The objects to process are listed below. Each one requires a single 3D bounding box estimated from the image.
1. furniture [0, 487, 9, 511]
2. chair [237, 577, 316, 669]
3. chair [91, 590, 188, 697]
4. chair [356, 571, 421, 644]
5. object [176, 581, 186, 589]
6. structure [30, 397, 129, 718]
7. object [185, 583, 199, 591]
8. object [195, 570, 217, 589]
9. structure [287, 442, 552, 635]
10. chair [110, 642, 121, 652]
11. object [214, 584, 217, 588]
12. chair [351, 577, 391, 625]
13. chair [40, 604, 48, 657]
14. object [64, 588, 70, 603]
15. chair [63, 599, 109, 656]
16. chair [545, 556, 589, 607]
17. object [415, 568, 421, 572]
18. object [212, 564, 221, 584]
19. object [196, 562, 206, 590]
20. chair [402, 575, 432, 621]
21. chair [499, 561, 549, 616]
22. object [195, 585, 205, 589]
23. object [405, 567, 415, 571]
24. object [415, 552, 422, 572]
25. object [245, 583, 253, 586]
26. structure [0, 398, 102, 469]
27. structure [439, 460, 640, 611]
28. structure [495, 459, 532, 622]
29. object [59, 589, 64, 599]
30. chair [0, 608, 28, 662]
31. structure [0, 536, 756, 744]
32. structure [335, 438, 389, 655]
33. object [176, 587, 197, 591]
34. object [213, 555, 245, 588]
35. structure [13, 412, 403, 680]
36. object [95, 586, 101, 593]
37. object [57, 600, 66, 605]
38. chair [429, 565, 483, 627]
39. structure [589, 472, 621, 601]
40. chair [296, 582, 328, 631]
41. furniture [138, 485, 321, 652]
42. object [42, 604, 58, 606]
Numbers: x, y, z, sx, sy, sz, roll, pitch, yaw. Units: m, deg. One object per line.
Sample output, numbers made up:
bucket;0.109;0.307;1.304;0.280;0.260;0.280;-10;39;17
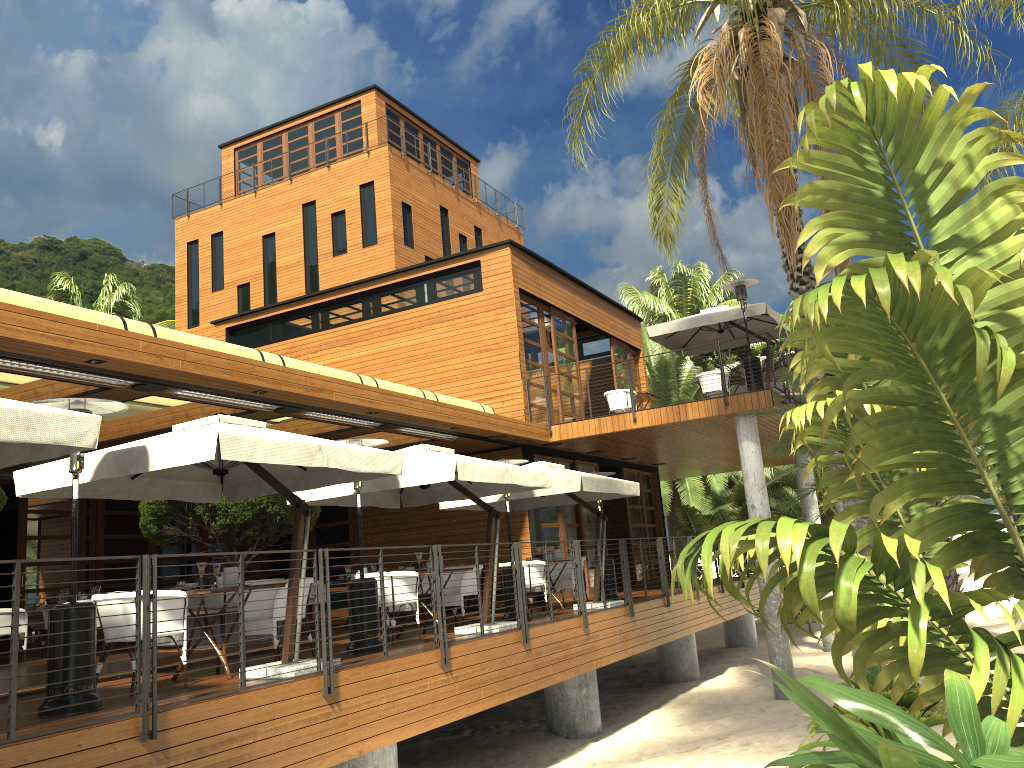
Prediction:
furniture;-6.649;1.758;8.757;2.569;2.734;2.708;-3;-12;-8
chair;-2.237;2.283;8.516;0.626;0.791;0.615;-12;-14;27
chair;-3.008;2.062;7.122;0.626;0.791;0.615;-12;-14;27
chair;-1.420;2.539;10.100;0.626;0.791;0.615;-12;-14;27
object;-2.895;1.774;7.759;0.086;0.086;0.086;-12;-14;31
structure;-3.126;1.183;6.330;0.699;2.201;0.697;-8;-13;14
object;-2.789;1.768;7.723;0.116;0.065;0.115;-11;-13;25
object;-2.757;1.752;7.943;0.163;0.179;0.167;-12;-14;28
structure;-1.036;1.877;10.891;2.410;2.342;2.407;-11;-14;26
chair;-5.775;3.656;13.583;0.616;0.791;0.625;6;-16;-41
object;-2.674;1.844;8.082;0.080;0.042;0.080;-3;-12;-12
chair;-2.195;3.413;13.965;0.627;0.791;0.614;-1;-13;-17
chair;-6.962;3.793;13.725;0.627;0.791;0.615;6;-16;-41
object;-6.506;3.103;12.945;0.082;0.228;0.082;-15;-16;37
chair;-5.969;3.437;12.445;0.627;0.791;0.615;6;-16;-41
chair;0.912;3.227;14.421;0.626;0.791;0.615;-12;-14;27
object;-1.134;2.232;10.614;0.080;0.042;0.080;-3;-12;-12
object;-2.721;1.768;8.172;0.082;0.228;0.082;-9;-13;15
object;-2.672;1.652;7.631;0.082;0.228;0.082;-12;-14;27
chair;-1.529;3.553;14.926;0.617;0.791;0.625;-1;-13;-17
chair;0.168;3.015;13.078;0.626;0.791;0.615;-12;-14;27
object;-2.700;1.762;7.678;0.080;0.042;0.080;-3;-12;-12
object;-1.223;2.238;10.659;0.116;0.065;0.115;-11;-13;25
object;-1.106;2.121;10.568;0.082;0.228;0.082;-12;-14;27
object;-2.556;1.866;8.195;0.294;0.025;0.170;-11;-13;26
structure;-4.175;0.935;5.004;2.410;2.342;2.407;-11;-14;26
structure;0.534;2.348;13.834;2.410;2.342;2.407;-11;-14;26
structure;-0.026;2.113;12.144;0.699;2.201;0.697;-8;-13;14
object;-6.747;3.198;13.298;0.082;0.228;0.082;7;-18;-44
chair;-7.210;3.554;12.470;0.616;0.791;0.625;6;-16;-41
structure;0.460;2.554;11.093;0.163;1.158;26.201;-11;-13;26
structure;-1.578;1.647;9.233;0.699;2.201;0.697;-8;-13;14
object;-2.818;1.757;7.560;0.294;0.025;0.170;-11;-13;26
object;-2.496;1.659;7.818;0.263;0.265;0.262;-1;-13;-18
structure;-2.605;1.406;7.947;2.410;2.342;2.407;-11;-14;26
object;-6.161;3.124;13.194;0.082;0.228;0.082;7;-18;-44
object;-6.631;3.223;13.054;0.116;0.065;0.115;6;-16;-41
chair;-0.676;2.751;11.443;0.626;0.791;0.615;-12;-14;27
structure;1.530;2.579;15.061;0.699;2.201;0.697;-8;-13;14
chair;-3.298;3.624;14.501;0.617;0.791;0.625;-1;-13;-17
furniture;-4.179;2.468;13.243;2.614;2.734;2.686;-9;-13;17
object;-6.708;3.218;12.895;0.170;0.025;0.294;5;-15;-40
